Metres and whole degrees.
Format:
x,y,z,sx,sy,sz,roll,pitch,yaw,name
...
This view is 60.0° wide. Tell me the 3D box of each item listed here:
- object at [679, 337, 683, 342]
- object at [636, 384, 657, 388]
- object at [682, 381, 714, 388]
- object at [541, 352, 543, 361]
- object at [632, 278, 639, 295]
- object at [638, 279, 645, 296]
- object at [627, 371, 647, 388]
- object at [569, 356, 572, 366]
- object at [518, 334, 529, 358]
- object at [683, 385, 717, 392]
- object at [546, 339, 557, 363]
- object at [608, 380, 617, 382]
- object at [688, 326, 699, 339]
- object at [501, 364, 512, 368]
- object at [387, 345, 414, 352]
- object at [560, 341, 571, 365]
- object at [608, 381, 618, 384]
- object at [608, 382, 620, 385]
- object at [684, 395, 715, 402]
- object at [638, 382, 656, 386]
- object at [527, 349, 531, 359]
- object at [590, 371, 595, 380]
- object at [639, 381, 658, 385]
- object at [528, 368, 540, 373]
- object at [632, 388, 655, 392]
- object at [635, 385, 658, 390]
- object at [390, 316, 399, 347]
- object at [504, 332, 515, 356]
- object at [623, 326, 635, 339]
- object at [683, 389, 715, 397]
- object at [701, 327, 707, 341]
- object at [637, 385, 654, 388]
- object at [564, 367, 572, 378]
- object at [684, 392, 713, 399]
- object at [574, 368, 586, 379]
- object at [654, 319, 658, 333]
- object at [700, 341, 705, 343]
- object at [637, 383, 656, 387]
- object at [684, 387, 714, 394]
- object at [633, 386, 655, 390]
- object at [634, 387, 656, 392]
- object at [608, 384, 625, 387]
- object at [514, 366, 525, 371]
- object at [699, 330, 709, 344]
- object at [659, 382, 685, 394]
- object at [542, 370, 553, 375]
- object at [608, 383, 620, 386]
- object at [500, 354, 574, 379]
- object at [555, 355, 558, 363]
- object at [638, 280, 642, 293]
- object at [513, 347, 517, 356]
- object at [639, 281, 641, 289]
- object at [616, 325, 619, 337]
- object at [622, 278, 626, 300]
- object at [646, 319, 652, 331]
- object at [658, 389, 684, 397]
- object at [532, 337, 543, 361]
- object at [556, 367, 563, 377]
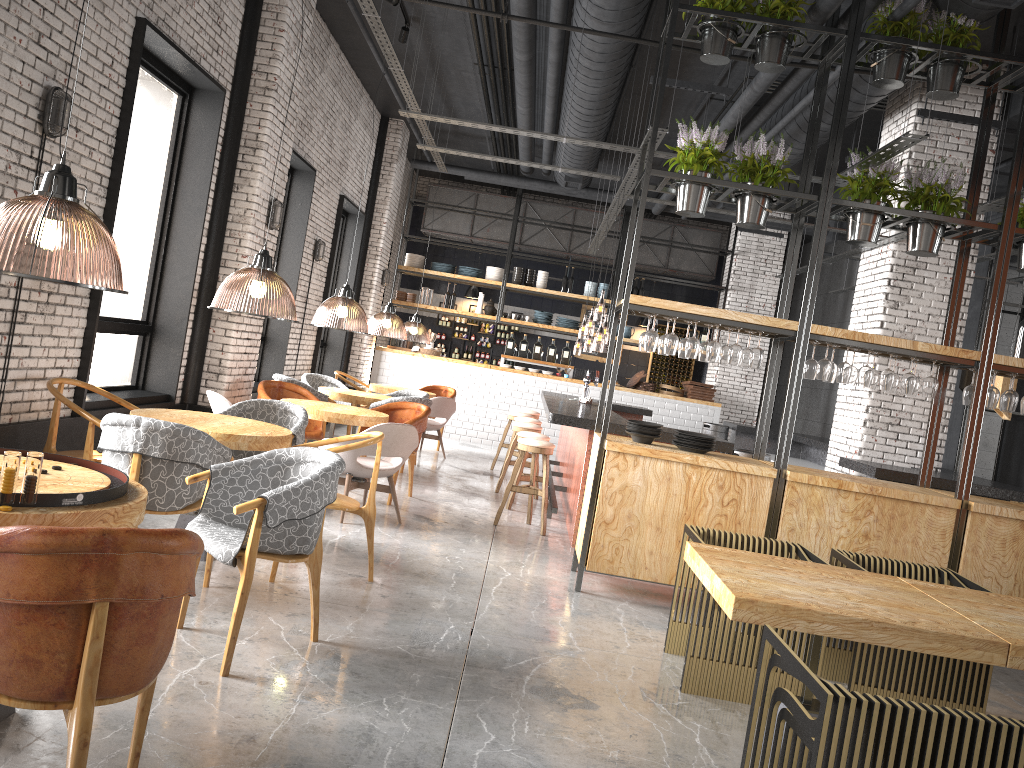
x,y,z,sx,sy,sz,roll,pitch,yaw,name
2.914,-0.720,15.299,0.118,0.181,0.118,9,1,-39,object
2.253,0.023,15.085,0.407,0.019,0.457,11,2,44,object
3.126,0.016,14.953,0.406,0.094,0.637,9,2,-1,object
0.515,-0.474,15.143,0.031,0.164,0.046,10,1,26,object
2.133,-1.600,15.336,0.098,0.458,0.098,9,1,-21,object
2.239,-1.583,15.334,0.098,0.458,0.098,9,1,-21,object
2.104,-0.077,14.982,0.241,0.338,0.488,9,1,-13,object
0.998,-0.392,15.108,0.034,0.164,0.061,10,1,34,object
0.202,-0.649,15.200,0.154,0.404,0.154,9,1,1,object
3.171,0.067,15.015,0.405,0.044,0.636,9,2,-5,object
0.682,-0.569,15.194,0.154,0.404,0.154,9,1,1,object
1.707,-0.047,14.904,0.184,0.011,0.254,10,2,23,object
3.169,-0.867,15.471,0.157,0.554,0.105,10,0,5,object
-0.100,-0.301,14.890,0.216,0.055,0.324,9,2,1,object
-1.906,-0.603,15.199,0.411,0.050,0.411,9,2,0,object
0.927,-0.528,15.193,0.154,0.404,0.154,9,1,1,object
1.697,-0.031,15.064,0.230,0.016,0.556,10,2,7,object
1.686,-0.019,15.063,0.214,0.013,0.521,9,2,-3,object
3.142,0.242,15.016,0.405,0.044,0.636,9,2,-3,object
2.279,-0.005,15.087,0.459,0.019,0.406,11,2,34,object
0.287,-0.512,15.142,0.077,0.164,0.039,9,1,-44,object
1.382,-0.136,15.123,0.181,0.168,0.170,9,1,-19,object
2.263,-0.024,15.085,0.457,0.019,0.407,8,2,-42,object
0.366,-0.223,14.890,0.216,0.055,0.324,9,2,1,object
2.261,0.106,15.087,0.459,0.019,0.406,11,2,36,object
2.258,0.056,15.088,0.457,0.019,0.407,9,2,-30,object
-1.975,-0.884,15.083,0.106,0.554,0.157,9,1,0,object
-0.026,-0.688,15.213,0.154,0.404,0.154,9,1,1,object
2.011,-0.899,15.449,0.165,0.230,0.199,9,1,-28,object
3.156,0.154,15.016,0.405,0.044,0.636,9,2,-2,object
3.355,-0.838,15.477,0.140,0.550,0.096,10,0,5,object
2.234,0.036,15.073,0.407,0.019,0.458,10,2,15,object
0.922,-0.195,14.821,0.128,0.189,0.123,10,1,10,object
3.149,0.198,15.016,0.405,0.044,0.636,10,2,4,object
1.155,-0.172,15.036,0.181,0.168,0.170,10,1,11,object
2.500,-0.940,15.468,0.098,0.471,0.098,10,1,9,object
3.274,-0.661,15.314,0.118,0.181,0.118,9,1,-15,object
2.282,0.011,15.085,0.459,0.019,0.406,11,2,43,object
3.164,0.111,15.015,0.405,0.044,0.636,10,2,2,object
2.262,0.073,15.088,0.459,0.019,0.406,10,2,29,object
2.280,0.093,15.079,0.406,0.019,0.459,9,2,-27,object
1.732,0.019,15.022,0.407,0.019,0.457,11,2,43,object
0.130,-0.264,14.873,0.216,0.059,0.324,9,2,1,object
3.343,-0.763,15.482,0.157,0.405,0.105,10,1,5,object
2.711,0.074,15.039,0.439,0.154,0.438,8,2,-42,object
0.595,-0.186,14.868,0.216,0.060,0.324,9,2,1,object
1.691,-0.006,15.069,0.276,0.019,0.513,10,2,6,object
0.397,-0.133,15.206,1.250,0.551,0.315,9,1,1,object
0.758,-0.432,15.116,0.024,0.164,0.062,9,1,-9,object
2.242,-1.586,15.469,0.098,0.458,0.098,9,1,-21,object
0.052,-0.551,15.131,0.032,0.164,0.080,9,1,-28,object
2.245,-1.589,15.604,0.098,0.458,0.098,9,1,-21,object
1.836,-0.928,15.465,0.198,0.230,0.166,10,1,8,object
1.916,-1.637,15.340,0.098,0.458,0.098,10,1,23,object
2.394,-0.958,15.470,0.098,0.471,0.098,9,1,-11,object
2.697,0.140,15.037,0.437,0.097,0.436,10,2,26,object
0.442,-0.610,15.203,0.154,0.404,0.154,9,1,1,object
0.793,-0.207,14.894,0.122,0.165,0.112,10,1,35,object
